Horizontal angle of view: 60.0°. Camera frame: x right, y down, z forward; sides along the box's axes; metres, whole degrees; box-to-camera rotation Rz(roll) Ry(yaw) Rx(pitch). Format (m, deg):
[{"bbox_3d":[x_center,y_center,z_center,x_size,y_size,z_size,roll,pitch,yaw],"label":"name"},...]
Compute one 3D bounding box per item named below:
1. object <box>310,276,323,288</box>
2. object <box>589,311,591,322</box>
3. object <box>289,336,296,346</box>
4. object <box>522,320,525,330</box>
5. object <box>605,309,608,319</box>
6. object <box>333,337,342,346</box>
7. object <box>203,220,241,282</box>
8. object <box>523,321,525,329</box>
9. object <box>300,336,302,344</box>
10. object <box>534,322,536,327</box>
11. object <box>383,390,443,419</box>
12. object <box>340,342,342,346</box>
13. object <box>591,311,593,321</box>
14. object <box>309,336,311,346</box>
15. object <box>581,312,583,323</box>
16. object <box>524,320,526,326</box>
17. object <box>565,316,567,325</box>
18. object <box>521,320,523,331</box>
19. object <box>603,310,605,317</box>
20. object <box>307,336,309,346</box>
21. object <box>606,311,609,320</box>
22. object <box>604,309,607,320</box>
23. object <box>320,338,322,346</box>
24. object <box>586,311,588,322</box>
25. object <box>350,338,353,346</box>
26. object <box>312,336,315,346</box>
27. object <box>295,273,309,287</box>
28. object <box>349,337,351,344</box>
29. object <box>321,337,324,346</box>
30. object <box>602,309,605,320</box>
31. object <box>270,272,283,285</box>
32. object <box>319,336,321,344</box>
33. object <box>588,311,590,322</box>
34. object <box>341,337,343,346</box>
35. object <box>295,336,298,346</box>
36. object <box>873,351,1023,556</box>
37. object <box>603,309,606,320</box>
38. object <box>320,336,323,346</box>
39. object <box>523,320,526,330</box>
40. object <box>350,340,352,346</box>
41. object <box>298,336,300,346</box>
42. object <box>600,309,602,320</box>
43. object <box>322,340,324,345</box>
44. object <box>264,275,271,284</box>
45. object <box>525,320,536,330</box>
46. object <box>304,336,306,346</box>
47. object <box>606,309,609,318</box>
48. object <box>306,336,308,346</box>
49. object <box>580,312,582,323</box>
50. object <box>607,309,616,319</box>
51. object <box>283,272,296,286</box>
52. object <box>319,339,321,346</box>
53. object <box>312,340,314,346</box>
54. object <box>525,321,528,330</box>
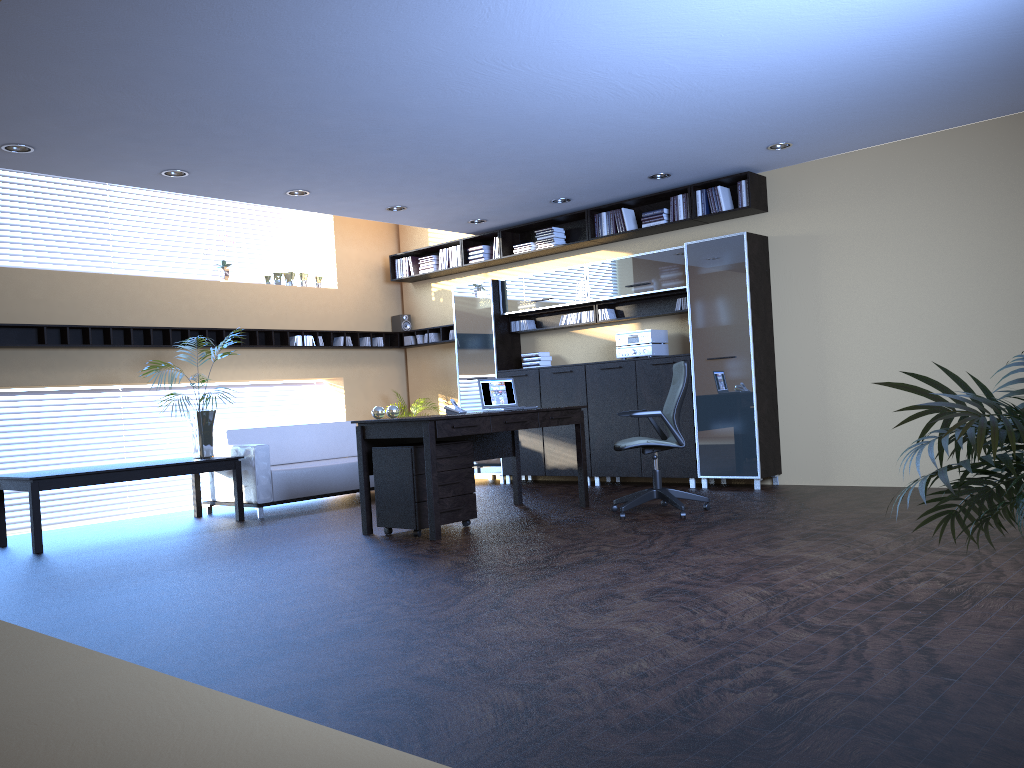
[{"bbox_3d":[-2.468,-1.282,11.218,0.118,0.149,0.124,-4,0,42],"label":"object"},{"bbox_3d":[0.907,-0.747,9.816,0.009,0.120,0.142,-3,0,42],"label":"object"},{"bbox_3d":[-2.652,-0.512,10.677,0.142,0.118,0.040,-4,0,41],"label":"object"},{"bbox_3d":[0.174,-0.691,10.464,0.009,0.120,0.142,-3,0,41],"label":"object"},{"bbox_3d":[1.071,-0.760,9.666,0.026,0.117,0.140,-3,0,42],"label":"object"},{"bbox_3d":[-2.205,-0.531,11.180,0.142,0.118,0.040,-4,0,41],"label":"object"},{"bbox_3d":[-3.320,-1.520,10.278,0.352,0.695,0.437,-3,0,21],"label":"object"},{"bbox_3d":[0.187,-0.692,10.447,0.026,0.117,0.140,-3,0,42],"label":"object"},{"bbox_3d":[-2.598,-0.516,10.743,0.142,0.120,0.009,-4,0,41],"label":"object"},{"bbox_3d":[0.227,-0.694,10.422,0.036,0.116,0.140,-3,0,42],"label":"object"},{"bbox_3d":[-1.273,0.647,11.354,0.840,1.241,0.689,-4,0,-15],"label":"object"},{"bbox_3d":[-2.199,-0.532,11.195,0.142,0.120,0.030,-4,0,41],"label":"object"},{"bbox_3d":[0.926,-0.749,9.792,0.009,0.120,0.142,-3,0,42],"label":"object"},{"bbox_3d":[-2.510,-0.520,10.836,0.142,0.120,0.009,-4,0,41],"label":"object"},{"bbox_3d":[0.820,-0.741,9.885,0.009,0.120,0.142,-3,0,42],"label":"object"},{"bbox_3d":[0.205,-0.693,10.438,0.030,0.120,0.142,-3,0,42],"label":"object"},{"bbox_3d":[0.658,-0.728,10.030,0.040,0.118,0.142,-3,0,41],"label":"object"},{"bbox_3d":[0.164,-0.690,10.468,0.009,0.120,0.142,-3,0,41],"label":"object"},{"bbox_3d":[1.048,-0.758,9.688,0.026,0.117,0.140,-3,0,42],"label":"object"},{"bbox_3d":[-2.528,-0.519,10.810,0.142,0.120,0.009,-4,0,42],"label":"object"},{"bbox_3d":[1.072,-0.760,9.669,0.030,0.120,0.142,-3,0,42],"label":"object"},{"bbox_3d":[1.062,-0.759,9.673,0.030,0.120,0.142,-3,0,42],"label":"object"},{"bbox_3d":[-2.406,-0.524,10.956,0.142,0.120,0.030,-4,0,41],"label":"object"},{"bbox_3d":[0.871,-0.745,9.836,0.009,0.120,0.142,-3,0,42],"label":"object"},{"bbox_3d":[-2.095,-0.536,11.307,0.142,0.118,0.040,-4,0,41],"label":"object"},{"bbox_3d":[-2.475,-0.520,10.878,0.142,0.118,0.040,-4,0,42],"label":"object"},{"bbox_3d":[-2.620,-1.287,11.047,0.137,0.173,0.144,-4,0,32],"label":"object"},{"bbox_3d":[-2.105,-0.536,11.295,0.142,0.120,0.030,-4,0,41],"label":"object"},{"bbox_3d":[-2.389,-0.523,10.975,0.142,0.118,0.040,-4,0,41],"label":"object"},{"bbox_3d":[1.032,-0.757,9.701,0.009,0.120,0.142,-3,0,41],"label":"object"},{"bbox_3d":[-2.857,-1.271,10.779,0.133,0.160,0.126,-3,0,-28],"label":"object"},{"bbox_3d":[-2.411,-0.523,10.947,0.142,0.120,0.030,-4,0,41],"label":"object"},{"bbox_3d":[0.896,-0.747,9.819,0.009,0.120,0.142,-3,0,41],"label":"object"},{"bbox_3d":[-2.191,-0.532,11.201,0.142,0.120,0.030,-4,0,42],"label":"object"},{"bbox_3d":[-2.635,-0.514,10.694,0.142,0.120,0.009,-4,0,42],"label":"object"},{"bbox_3d":[1.202,0.467,1.865,0.762,1.237,0.669,-4,0,-26],"label":"object"},{"bbox_3d":[1.054,-0.758,9.679,0.030,0.120,0.142,-3,0,42],"label":"object"},{"bbox_3d":[-2.400,-0.524,10.965,0.140,0.117,0.026,-4,0,41],"label":"object"},{"bbox_3d":[0.195,-0.692,10.442,0.030,0.120,0.142,-3,0,41],"label":"object"},{"bbox_3d":[-2.101,-0.537,11.292,0.140,0.117,0.026,-4,0,41],"label":"object"},{"bbox_3d":[-2.615,-0.515,10.717,0.142,0.120,0.009,-4,0,42],"label":"object"},{"bbox_3d":[1.013,-0.756,9.711,0.009,0.120,0.142,-3,0,42],"label":"object"},{"bbox_3d":[-2.388,-0.523,10.974,0.140,0.116,0.036,-4,0,42],"label":"object"},{"bbox_3d":[-2.942,-1.244,10.681,0.089,0.113,0.094,-3,0,-13],"label":"object"},{"bbox_3d":[0.222,-0.693,10.418,0.040,0.118,0.142,-3,0,41],"label":"object"},{"bbox_3d":[-2.559,-0.518,10.783,0.142,0.120,0.009,-4,0,41],"label":"object"},{"bbox_3d":[1.082,-0.760,9.657,0.036,0.116,0.140,-3,0,42],"label":"object"},{"bbox_3d":[-2.536,-0.519,10.804,0.142,0.120,0.009,-4,0,41],"label":"object"},{"bbox_3d":[0.814,-0.740,9.893,0.009,0.120,0.142,-3,0,42],"label":"object"},{"bbox_3d":[1.083,-0.760,9.659,0.040,0.118,0.142,-3,0,42],"label":"object"},{"bbox_3d":[-2.741,-1.282,10.915,0.137,0.173,0.144,-4,0,2],"label":"object"},{"bbox_3d":[-2.415,-0.523,10.937,0.140,0.117,0.026,-4,0,42],"label":"object"},{"bbox_3d":[-2.478,-0.519,10.880,0.142,0.122,0.041,-4,0,41],"label":"object"},{"bbox_3d":[0.209,-0.693,10.426,0.030,0.120,0.142,-3,0,42],"label":"object"}]
